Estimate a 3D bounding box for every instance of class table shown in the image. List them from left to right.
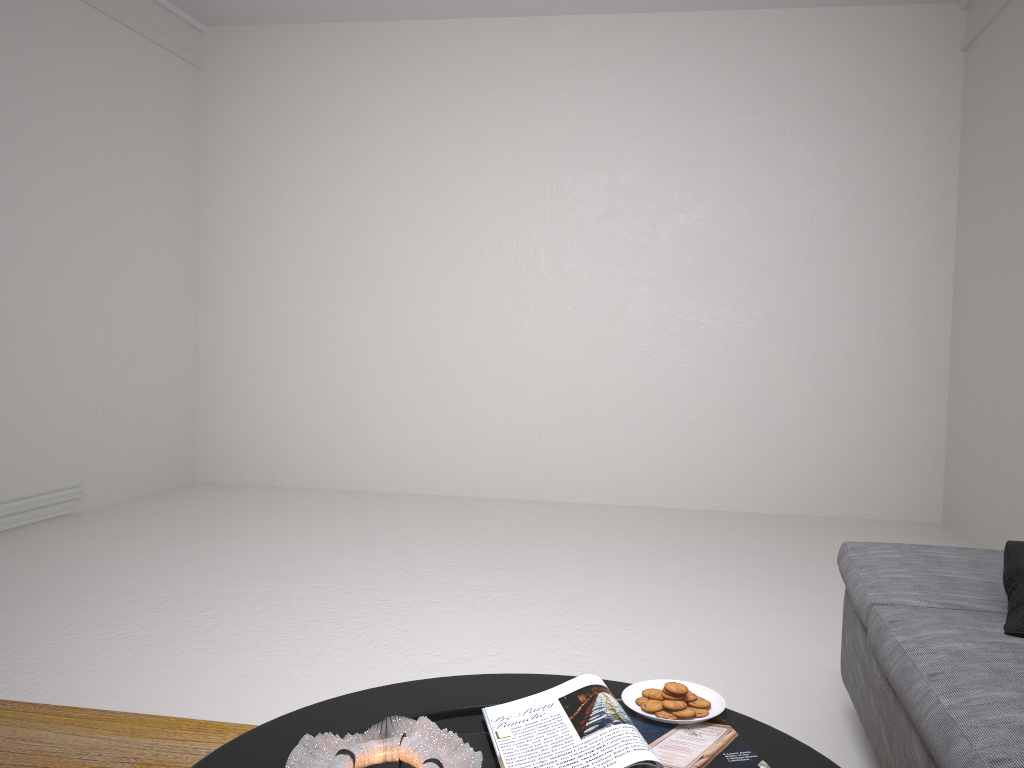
[{"bbox_3d":[0.011,0.761,1.131,0.939,0.449,0.948,2,3,8],"label":"table"}]

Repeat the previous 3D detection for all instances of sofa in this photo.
[{"bbox_3d":[1.163,0.649,0.968,1.095,0.772,3.077,2,3,11],"label":"sofa"}]

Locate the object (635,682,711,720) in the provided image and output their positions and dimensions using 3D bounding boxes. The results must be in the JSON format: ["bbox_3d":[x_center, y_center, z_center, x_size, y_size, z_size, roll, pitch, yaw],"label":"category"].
[{"bbox_3d":[0.263,0.506,1.440,0.122,0.036,0.117,0,3,-28],"label":"object"}]

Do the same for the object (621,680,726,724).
[{"bbox_3d":[0.262,0.519,1.439,0.168,0.015,0.167,1,3,-8],"label":"object"}]

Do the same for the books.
[{"bbox_3d":[0.160,0.509,1.310,0.375,0.048,0.302,1,3,-11],"label":"books"}]

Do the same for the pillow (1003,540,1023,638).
[{"bbox_3d":[1.277,0.458,1.890,0.414,0.268,0.408,3,3,30],"label":"pillow"}]

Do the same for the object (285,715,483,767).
[{"bbox_3d":[-0.165,0.508,1.163,0.250,0.062,0.257,2,3,18],"label":"object"}]
